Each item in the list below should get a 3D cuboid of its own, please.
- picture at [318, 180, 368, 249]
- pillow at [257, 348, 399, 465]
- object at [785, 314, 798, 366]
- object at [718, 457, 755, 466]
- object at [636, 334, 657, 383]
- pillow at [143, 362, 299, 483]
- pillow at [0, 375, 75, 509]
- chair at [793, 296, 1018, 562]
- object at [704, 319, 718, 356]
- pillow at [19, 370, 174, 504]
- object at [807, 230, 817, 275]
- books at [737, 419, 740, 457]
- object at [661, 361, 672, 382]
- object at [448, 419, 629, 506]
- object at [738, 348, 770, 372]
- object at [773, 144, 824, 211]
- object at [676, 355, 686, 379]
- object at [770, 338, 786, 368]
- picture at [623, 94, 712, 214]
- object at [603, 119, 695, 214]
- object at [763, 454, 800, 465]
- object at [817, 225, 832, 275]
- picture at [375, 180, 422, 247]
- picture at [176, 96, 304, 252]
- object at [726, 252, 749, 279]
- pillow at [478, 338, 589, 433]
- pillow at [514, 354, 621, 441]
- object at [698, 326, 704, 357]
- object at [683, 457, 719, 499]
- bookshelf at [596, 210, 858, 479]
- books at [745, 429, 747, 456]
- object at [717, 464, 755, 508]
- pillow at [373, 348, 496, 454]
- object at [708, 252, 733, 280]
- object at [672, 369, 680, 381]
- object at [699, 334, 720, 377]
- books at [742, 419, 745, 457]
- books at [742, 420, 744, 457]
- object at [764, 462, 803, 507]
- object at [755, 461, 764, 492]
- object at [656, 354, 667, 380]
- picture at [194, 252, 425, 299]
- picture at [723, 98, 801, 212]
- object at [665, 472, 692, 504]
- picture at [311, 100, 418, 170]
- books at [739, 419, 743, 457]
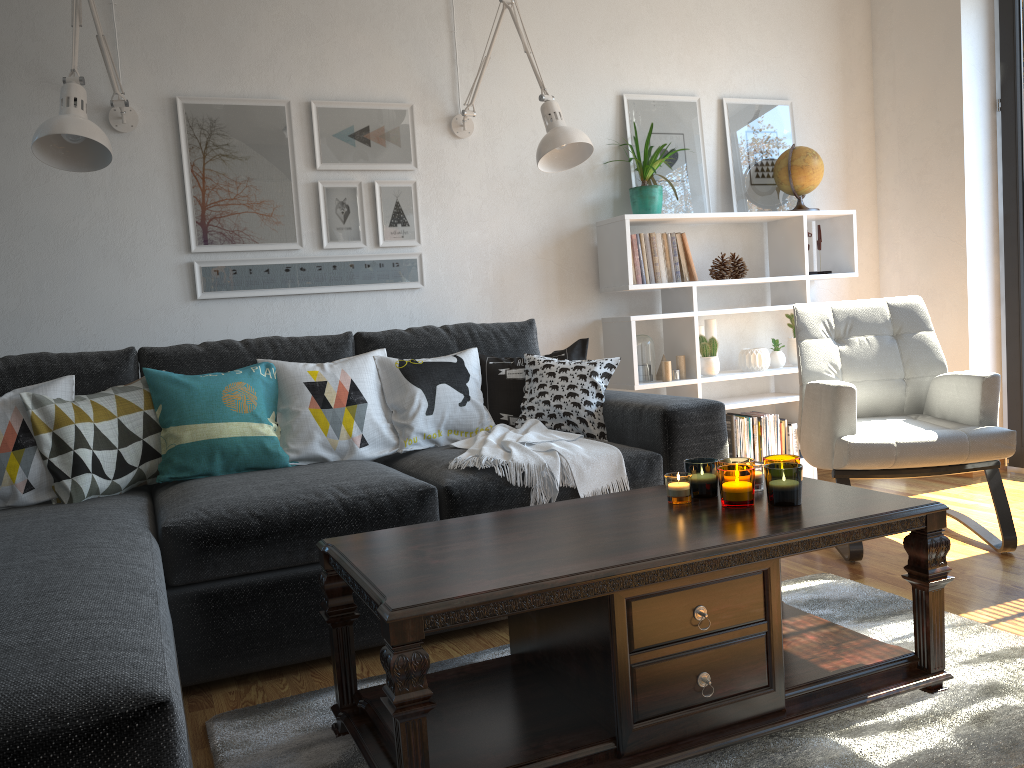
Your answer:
[{"bbox_3d":[-0.631,-0.631,3.305,0.166,0.248,0.021,-6,5,-23],"label":"picture"},{"bbox_3d":[-0.561,0.086,2.840,0.436,0.369,0.285,-6,5,-23],"label":"pillow"},{"bbox_3d":[1.286,-0.198,3.983,0.097,0.236,0.098,-7,6,-35],"label":"object"},{"bbox_3d":[0.502,0.210,1.974,0.079,0.081,0.079,-6,5,-28],"label":"object"},{"bbox_3d":[0.545,-0.108,3.711,0.108,0.198,0.108,-5,5,-12],"label":"object"},{"bbox_3d":[-0.883,0.103,2.700,0.414,0.341,0.272,-6,5,-24],"label":"pillow"},{"bbox_3d":[-1.374,0.163,2.423,0.360,0.344,0.172,-6,5,-23],"label":"pillow"},{"bbox_3d":[1.308,0.119,3.076,0.545,0.833,0.684,-4,5,2],"label":"chair"},{"bbox_3d":[0.876,-0.165,3.891,0.051,0.238,0.051,-4,5,-5],"label":"object"},{"bbox_3d":[-1.185,0.159,2.583,0.242,0.363,0.453,-1,5,34],"label":"pillow"},{"bbox_3d":[1.295,-0.593,3.999,0.134,0.217,0.066,-5,5,-8],"label":"object"},{"bbox_3d":[0.933,0.250,3.849,0.005,0.212,0.174,-6,5,-23],"label":"books"},{"bbox_3d":[0.589,-0.052,3.687,0.176,0.084,0.078,-1,5,35],"label":"object"},{"bbox_3d":[-0.008,0.245,2.661,0.488,0.212,0.605,-6,5,-27],"label":"object"},{"bbox_3d":[1.061,-0.107,3.883,0.134,0.098,0.132,-1,6,37],"label":"object"},{"bbox_3d":[1.283,-0.914,3.966,0.217,0.306,0.215,-4,5,-6],"label":"object"},{"bbox_3d":[0.706,-0.069,3.703,0.039,0.099,0.039,-6,5,-27],"label":"object"},{"bbox_3d":[1.180,-0.140,3.950,0.072,0.137,0.072,-8,6,-42],"label":"object"},{"bbox_3d":[0.671,-0.975,3.820,0.389,0.533,0.059,-6,5,-23],"label":"picture"},{"bbox_3d":[0.562,-0.875,3.664,0.424,0.372,0.387,-7,6,-36],"label":"object"},{"bbox_3d":[0.601,0.203,1.973,0.079,0.081,0.079,-6,5,-28],"label":"object"},{"bbox_3d":[1.411,-0.612,4.060,0.075,0.230,0.066,-8,7,-43],"label":"object"},{"bbox_3d":[-0.436,-0.651,3.387,0.166,0.248,0.021,-6,5,-23],"label":"picture"},{"bbox_3d":[-0.960,-0.743,3.153,0.389,0.535,0.013,-6,5,-23],"label":"picture"},{"bbox_3d":[0.977,-0.512,3.860,0.101,0.125,0.096,-5,5,-8],"label":"object"},{"bbox_3d":[0.065,0.030,3.125,0.449,0.359,0.234,-4,5,3],"label":"pillow"},{"bbox_3d":[0.189,0.048,2.983,0.358,0.313,0.169,-3,5,18],"label":"pillow"},{"bbox_3d":[0.815,-0.146,3.861,0.051,0.213,0.051,-5,5,-17],"label":"object"},{"bbox_3d":[0.430,0.212,2.005,0.079,0.081,0.079,-6,5,-28],"label":"object"},{"bbox_3d":[0.982,-0.129,3.879,1.189,1.202,0.237,-6,5,-23],"label":"bookshelf"},{"bbox_3d":[0.963,0.248,3.861,0.006,0.209,0.170,-6,5,-23],"label":"books"},{"bbox_3d":[0.479,0.217,1.889,0.079,0.081,0.079,-6,5,-28],"label":"object"},{"bbox_3d":[-0.243,0.050,2.968,0.382,0.318,0.265,-6,5,-23],"label":"pillow"},{"bbox_3d":[0.902,-0.506,3.831,0.102,0.127,0.094,-2,5,22],"label":"object"},{"bbox_3d":[0.676,-0.037,3.672,0.040,0.044,0.040,-4,5,3],"label":"object"},{"bbox_3d":[0.827,-0.117,3.732,0.088,0.173,0.087,-5,5,-7],"label":"object"},{"bbox_3d":[0.956,0.249,3.855,0.006,0.209,0.170,-6,5,-23],"label":"books"},{"bbox_3d":[0.951,0.250,3.855,0.005,0.209,0.170,-6,5,-23],"label":"books"},{"bbox_3d":[0.574,0.212,1.872,0.079,0.081,0.079,-6,5,-28],"label":"object"},{"bbox_3d":[0.549,0.212,2.034,0.060,0.061,0.059,-5,5,-18],"label":"object"},{"bbox_3d":[0.643,-0.073,3.745,0.062,0.108,0.062,-6,5,-23],"label":"object"},{"bbox_3d":[-0.729,-0.404,3.276,0.836,0.136,0.021,-6,5,-23],"label":"picture"},{"bbox_3d":[1.138,-1.022,4.018,0.389,0.533,0.059,-6,5,-23],"label":"picture"},{"bbox_3d":[0.369,0.230,1.961,0.060,0.061,0.059,-5,5,-18],"label":"object"},{"bbox_3d":[-0.549,-0.928,3.323,0.390,0.248,0.021,-6,5,-23],"label":"picture"},{"bbox_3d":[0.943,0.250,3.850,0.007,0.211,0.170,-6,5,-23],"label":"books"}]
